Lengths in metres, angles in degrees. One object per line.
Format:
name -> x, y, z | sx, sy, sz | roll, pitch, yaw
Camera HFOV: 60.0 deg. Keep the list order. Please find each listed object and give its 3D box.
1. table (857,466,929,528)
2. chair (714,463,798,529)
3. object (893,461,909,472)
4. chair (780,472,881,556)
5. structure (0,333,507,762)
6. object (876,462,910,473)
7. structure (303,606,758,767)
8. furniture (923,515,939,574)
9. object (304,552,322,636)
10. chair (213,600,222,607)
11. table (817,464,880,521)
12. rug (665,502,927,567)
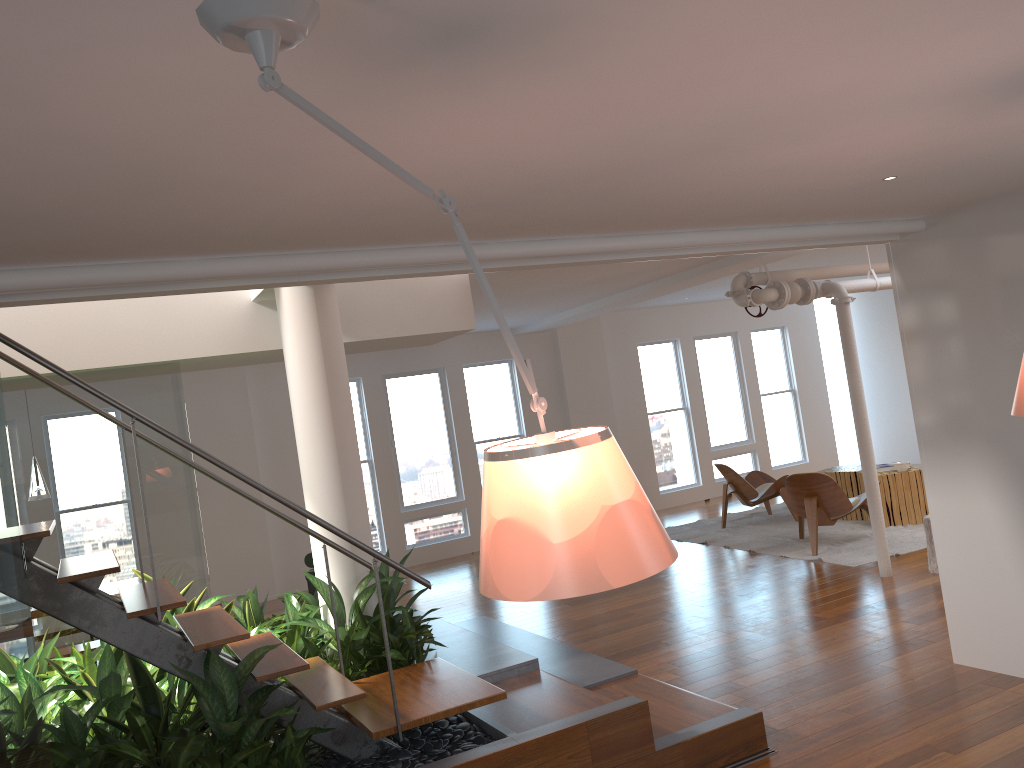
table -> 3.816, 1.127, 8.835 | 0.489, 0.534, 0.548 | -9, -2, 4
chair -> 2.813, 1.203, 10.094 | 0.867, 0.752, 0.856 | -9, -2, 24
object -> 3.822, 0.812, 8.693 | 0.152, 0.082, 0.152 | -9, -2, 24
chair -> 2.899, 1.140, 8.296 | 0.867, 0.752, 0.856 | -8, -2, -21
structure -> -2.827, -0.050, 3.752 | 4.591, 4.265, 2.552 | -8, -2, -26
object -> 3.796, 0.839, 8.939 | 0.334, 0.048, 0.279 | -9, -2, 4
structure -> -2.021, 1.951, 4.180 | 5.584, 0.386, 3.088 | -8, -2, -26
furniture -> 3.272, 1.193, 6.693 | 0.290, 0.418, 0.298 | -9, -2, 26
object -> -1.302, 1.419, 6.059 | 0.134, 0.565, 0.318 | -9, -2, 10
chair -> -2.729, 2.132, 7.683 | 0.460, 0.400, 0.460 | -8, -2, -17
table -> 3.639, 1.173, 9.531 | 0.489, 0.534, 0.548 | -7, -2, -38
rug -> 3.716, 1.387, 9.489 | 3.478, 0.057, 3.525 | -8, -2, -22
